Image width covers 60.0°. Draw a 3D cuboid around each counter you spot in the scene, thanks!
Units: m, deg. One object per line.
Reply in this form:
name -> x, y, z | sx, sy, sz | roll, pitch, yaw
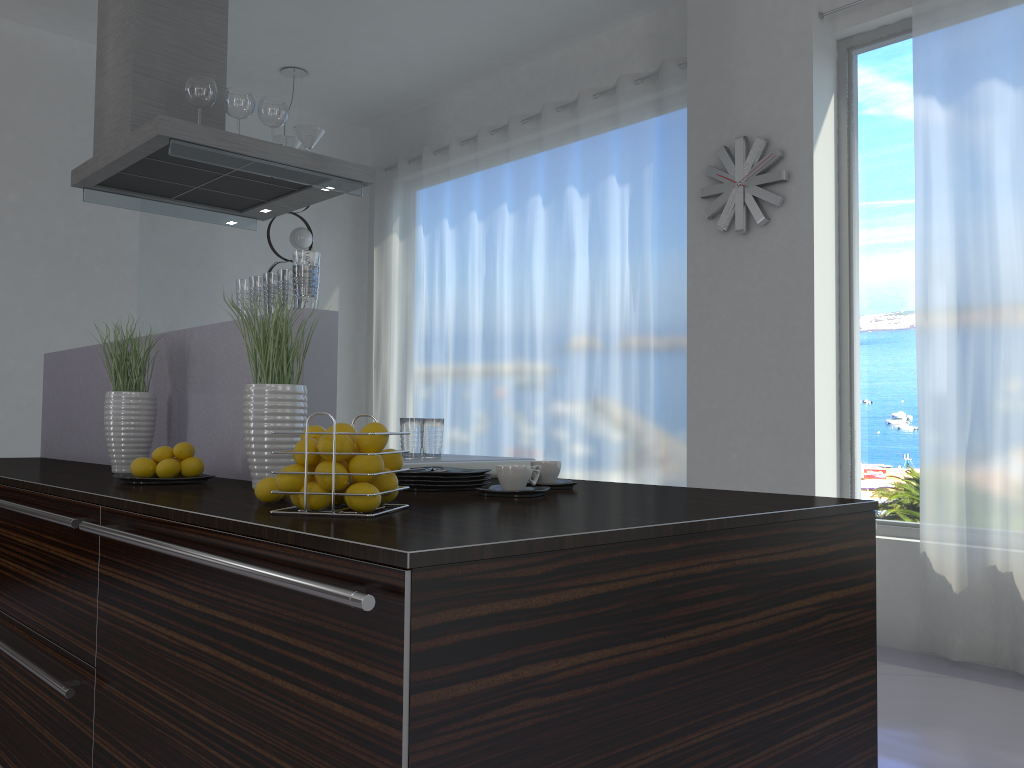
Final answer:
counter -> -0.776, 0.480, 2.718 | 1.302, 1.300, 3.291 | 3, -4, -43

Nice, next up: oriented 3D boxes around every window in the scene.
window -> 2.715, -0.550, 3.428 | 0.100, 2.500, 3.000 | 3, -4, -43

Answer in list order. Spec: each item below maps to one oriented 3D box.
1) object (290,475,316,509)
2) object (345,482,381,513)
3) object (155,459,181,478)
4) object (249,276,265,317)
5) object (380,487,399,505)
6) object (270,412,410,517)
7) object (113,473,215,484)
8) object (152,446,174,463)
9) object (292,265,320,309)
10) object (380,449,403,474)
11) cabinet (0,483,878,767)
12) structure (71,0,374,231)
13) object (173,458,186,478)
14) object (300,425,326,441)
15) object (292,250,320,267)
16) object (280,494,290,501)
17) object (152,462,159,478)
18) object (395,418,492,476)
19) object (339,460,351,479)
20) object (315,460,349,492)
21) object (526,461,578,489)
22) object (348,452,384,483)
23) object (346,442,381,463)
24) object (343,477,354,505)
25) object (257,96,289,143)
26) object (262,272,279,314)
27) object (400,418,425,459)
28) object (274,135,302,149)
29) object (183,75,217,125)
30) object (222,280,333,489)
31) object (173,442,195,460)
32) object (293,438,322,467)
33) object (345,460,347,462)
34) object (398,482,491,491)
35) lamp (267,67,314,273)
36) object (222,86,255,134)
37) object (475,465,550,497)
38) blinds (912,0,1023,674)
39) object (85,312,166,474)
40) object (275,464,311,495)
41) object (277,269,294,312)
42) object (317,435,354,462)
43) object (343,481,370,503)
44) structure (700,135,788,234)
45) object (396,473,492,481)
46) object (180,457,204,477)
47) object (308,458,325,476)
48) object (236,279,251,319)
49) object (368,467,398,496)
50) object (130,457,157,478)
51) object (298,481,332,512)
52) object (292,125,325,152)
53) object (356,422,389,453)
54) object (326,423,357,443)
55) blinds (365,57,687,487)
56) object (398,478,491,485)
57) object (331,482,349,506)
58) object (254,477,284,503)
object -> -0.360, 0.195, 1.592 | 0.074, 0.063, 0.064 | 2, -3, -23
object -> -0.255, 0.194, 1.517 | 0.062, 0.052, 0.053 | 1, -3, -4
object -> -0.874, 0.216, 2.252 | 0.061, 0.054, 0.052 | -1, -3, 24
object -> -0.706, -0.240, 2.499 | 0.071, 0.119, 0.072 | 1, -3, -3
object -> -0.242, 0.199, 1.655 | 0.061, 0.053, 0.053 | 1, -3, 2
object -> -0.304, 0.140, 1.598 | 0.189, 0.174, 0.207 | 0, -3, 12
object -> -0.898, 0.244, 2.291 | 0.232, 0.020, 0.232 | 2, -3, -34
object -> -0.900, 0.183, 2.288 | 0.053, 0.047, 0.061 | 3, -4, -40
object -> -0.540, -0.247, 2.322 | 0.071, 0.119, 0.072 | 1, -3, -3
object -> -0.233, 0.148, 1.652 | 0.060, 0.055, 0.053 | 1, -3, 0
cabinet -> -0.787, 0.703, 2.701 | 1.377, 0.852, 3.285 | 3, -4, -43
structure -> -1.246, -1.409, 3.840 | 0.915, 1.231, 0.981 | 3, -4, -43
object -> -0.865, 0.219, 2.310 | 0.071, 0.060, 0.057 | 3, -4, -41
object -> -0.363, 0.101, 1.636 | 0.053, 0.051, 0.063 | 0, -3, 4
object -> -0.540, -0.285, 2.324 | 0.071, 0.119, 0.072 | 1, -3, -3
object -> -0.464, 0.209, 1.788 | 0.053, 0.051, 0.063 | 0, -3, 16
object -> -0.929, 0.222, 2.317 | 0.053, 0.051, 0.063 | 3, -4, -39
object -> -0.244, 0.163, 2.364 | 0.269, 0.147, 0.646 | 2, -3, -18
object -> -0.314, 0.157, 1.562 | 0.062, 0.053, 0.051 | 3, -3, -35
object -> -0.311, 0.159, 1.531 | 0.061, 0.055, 0.051 | -1, -3, 26
object -> 0.086, 0.231, 2.255 | 0.153, 0.069, 0.153 | 1, -3, -9
object -> -0.254, 0.145, 1.545 | 0.061, 0.054, 0.053 | 0, -3, 3
object -> -0.268, 0.129, 1.596 | 0.055, 0.051, 0.061 | -2, -4, 41
object -> -0.302, 0.200, 1.661 | 0.053, 0.053, 0.061 | 1, -3, -1
object -> -0.971, -1.042, 3.596 | 0.125, 0.221, 0.125 | 2, -3, -18
object -> -0.651, -0.242, 2.440 | 0.071, 0.119, 0.072 | 1, -3, -3
object -> -0.291, 0.158, 2.573 | 0.071, 0.119, 0.072 | 3, -4, -43
object -> -1.006, -1.002, 3.957 | 0.137, 0.174, 0.137 | 0, -3, 12
object -> -1.193, -1.055, 3.388 | 0.125, 0.221, 0.125 | 2, -3, -18
object -> -0.567, -0.004, 2.080 | 0.269, 0.502, 0.247 | 1, -3, 0
object -> -0.847, 0.173, 2.293 | 0.053, 0.048, 0.063 | 0, -3, 13
object -> -0.360, 0.121, 1.561 | 0.053, 0.052, 0.061 | 2, -3, -30
object -> -0.310, 0.143, 1.639 | 0.051, 0.053, 0.064 | 3, -4, -40
object -> -0.187, 0.249, 2.181 | 0.232, 0.020, 0.232 | 2, -3, -34
lamp -> -1.556, -1.028, 6.226 | 0.180, 2.370, 0.367 | -2, -4, 40
object -> -1.078, -1.048, 3.496 | 0.125, 0.221, 0.125 | 2, -3, -18
object -> 0.002, 0.218, 1.996 | 0.153, 0.069, 0.153 | 0, -3, 20
blinds -> 2.790, -0.382, 3.009 | 0.120, 3.112, 2.830 | 3, -4, -43
object -> -1.192, 0.020, 2.713 | 0.247, 0.502, 0.269 | 3, -4, -43
object -> -0.380, 0.166, 1.541 | 0.061, 0.054, 0.052 | -1, -3, 24
object -> -0.596, -0.244, 2.381 | 0.071, 0.119, 0.072 | 1, -3, -3
object -> -0.307, 0.109, 1.537 | 0.063, 0.053, 0.051 | 2, -3, -30
object -> -0.268, 0.199, 1.575 | 0.061, 0.055, 0.050 | 0, -3, 3
structure -> 1.190, -1.033, 4.597 | 0.076, 0.505, 0.505 | 3, -4, -43
object -> -0.187, 0.229, 2.182 | 0.232, 0.020, 0.232 | 3, -4, -39
object -> -0.822, 0.214, 2.279 | 0.063, 0.053, 0.051 | 1, -3, -3
object -> -0.360, 0.145, 1.613 | 0.062, 0.053, 0.052 | 0, -3, 19
object -> -0.761, -0.238, 2.558 | 0.072, 0.119, 0.071 | 0, -3, 7
object -> -0.237, 0.177, 1.606 | 0.062, 0.053, 0.052 | 1, -3, -6
object -> -0.938, 0.215, 2.259 | 0.060, 0.058, 0.070 | 3, -4, -44
object -> -0.340, 0.194, 1.538 | 0.063, 0.053, 0.051 | 3, -3, -35
object -> -0.877, -1.007, 3.819 | 0.137, 0.174, 0.137 | 0, -3, 12
object -> -0.246, 0.097, 1.566 | 0.059, 0.060, 0.050 | 3, -4, -43
object -> -0.310, 0.097, 1.608 | 0.063, 0.053, 0.051 | 3, -4, -41
blinds -> -0.121, -0.265, 6.125 | 0.120, 3.112, 3.245 | 3, -4, -43
object -> -0.187, 0.239, 2.181 | 0.232, 0.020, 0.232 | 2, -3, -34
object -> -0.319, 0.191, 1.605 | 0.052, 0.060, 0.057 | 3, -3, -37
object -> -0.471, 0.206, 1.725 | 0.053, 0.051, 0.063 | 3, -4, -39
